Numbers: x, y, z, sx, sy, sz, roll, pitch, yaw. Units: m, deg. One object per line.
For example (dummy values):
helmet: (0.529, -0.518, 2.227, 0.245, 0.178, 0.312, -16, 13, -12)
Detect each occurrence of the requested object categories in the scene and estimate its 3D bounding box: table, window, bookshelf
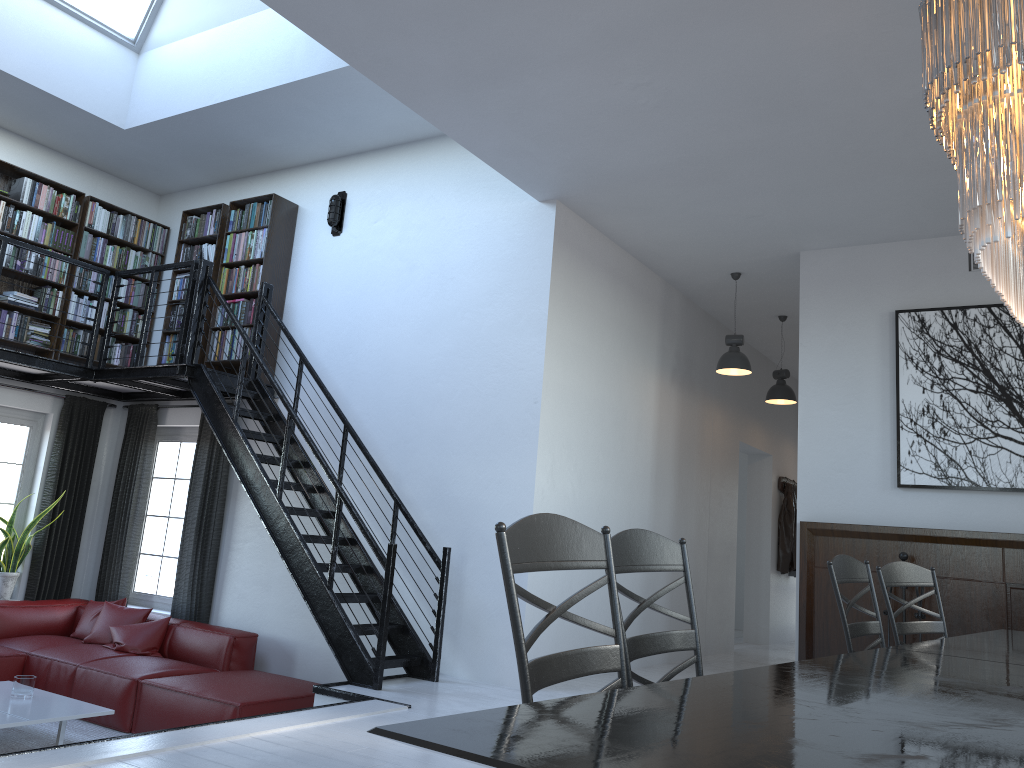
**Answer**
table: (0.768, 0.869, 1.355, 0.890, 0.702, 1.983, -4, -13, 37)
table: (-3.332, 1.940, 4.936, 1.165, 0.245, 1.653, -2, -12, 32)
window: (-4.547, 0.942, 7.286, 0.133, 1.618, 1.159, -3, -14, 32)
bookshelf: (-3.499, -1.190, 5.997, 3.086, 1.629, 4.445, -2, -12, 32)
table: (1.954, 1.247, 2.906, 0.890, 0.702, 1.983, -4, -13, 37)
window: (-2.941, 1.178, 7.852, 1.166, 1.618, 0.132, -2, -14, 32)

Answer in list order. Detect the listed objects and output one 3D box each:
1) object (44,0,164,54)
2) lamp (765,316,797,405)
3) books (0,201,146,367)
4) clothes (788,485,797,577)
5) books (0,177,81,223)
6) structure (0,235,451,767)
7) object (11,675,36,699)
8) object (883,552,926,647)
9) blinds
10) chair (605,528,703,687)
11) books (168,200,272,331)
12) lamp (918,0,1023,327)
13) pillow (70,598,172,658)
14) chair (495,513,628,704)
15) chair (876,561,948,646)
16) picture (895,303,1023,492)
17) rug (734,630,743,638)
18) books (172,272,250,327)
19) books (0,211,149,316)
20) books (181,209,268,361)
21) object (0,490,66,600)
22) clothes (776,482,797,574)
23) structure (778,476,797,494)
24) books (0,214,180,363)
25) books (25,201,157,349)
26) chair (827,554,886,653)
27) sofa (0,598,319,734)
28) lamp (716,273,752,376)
object: (-3.270, -3.353, 6.432, 1.184, 0.638, 2.206, -2, -12, 32)
lamp: (2.651, -0.247, 8.715, 0.296, 0.867, 0.294, -4, -15, 35)
books: (-4.654, -1.220, 6.725, 0.242, 1.407, 4.411, -3, -13, 32)
clothes: (3.537, 1.821, 10.965, 0.343, 1.138, 0.381, -2, -14, 28)
books: (-4.643, -1.512, 6.793, 0.213, 0.834, 2.618, -3, -13, 32)
structure: (-2.991, 0.425, 5.234, 4.612, 3.380, 4.457, -2, -13, 32)
object: (-3.379, 1.718, 5.242, 0.512, 0.297, 1.002, -3, -13, 35)
object: (2.689, 1.626, 5.683, 0.636, 1.060, 0.319, -1, -14, 27)
blinds: (-3.205, 1.328, 7.677, 1.750, 2.398, 0.523, 2, -13, 14)
chair: (0.480, 0.821, 1.931, 0.502, 0.972, 0.493, -4, -15, 37)
books: (-3.144, -1.266, 5.800, 2.204, 1.419, 4.346, -2, -12, 31)
lamp: (1.529, -1.052, 2.586, 0.440, 1.639, 1.264, -5, -15, 37)
pillow: (-3.673, 1.826, 6.896, 1.954, 0.405, 0.977, 7, -11, -15)
chair: (0.250, 0.711, 1.428, 0.503, 0.972, 0.493, -3, -14, 32)
chair: (1.764, 1.202, 3.451, 0.494, 0.972, 0.501, 13, -14, -33)
picture: (3.841, 0.064, 5.637, 2.589, 1.290, 0.037, -2, -14, 32)
rug: (-0.730, 3.101, 12.549, 7.762, 0.032, 2.934, -2, -12, 32)
books: (-3.417, -1.131, 5.924, 1.597, 1.148, 4.305, -2, -12, 31)
books: (-4.484, -1.011, 7.012, 0.240, 1.130, 3.368, -3, -13, 32)
books: (-3.592, -1.250, 6.099, 1.169, 1.415, 4.353, -3, -13, 32)
object: (-4.128, 1.332, 7.398, 0.526, 0.947, 0.549, 0, -13, 21)
clothes: (3.359, 1.745, 10.700, 0.301, 1.107, 0.335, -1, -13, 25)
structure: (3.608, 1.355, 11.264, 0.085, 0.254, 1.360, -3, -13, 32)
books: (-4.252, -1.249, 6.461, 1.284, 1.440, 4.405, -3, -13, 34)
books: (-4.657, -1.230, 6.731, 0.227, 1.422, 4.405, -3, -13, 32)
chair: (1.396, 1.100, 3.056, 0.502, 0.972, 0.493, -5, -15, 39)
sofa: (-3.129, 1.955, 6.011, 3.277, 0.661, 2.524, -2, -12, 32)
lamp: (1.897, -0.522, 7.533, 0.296, 0.867, 0.294, 5, -12, -2)
